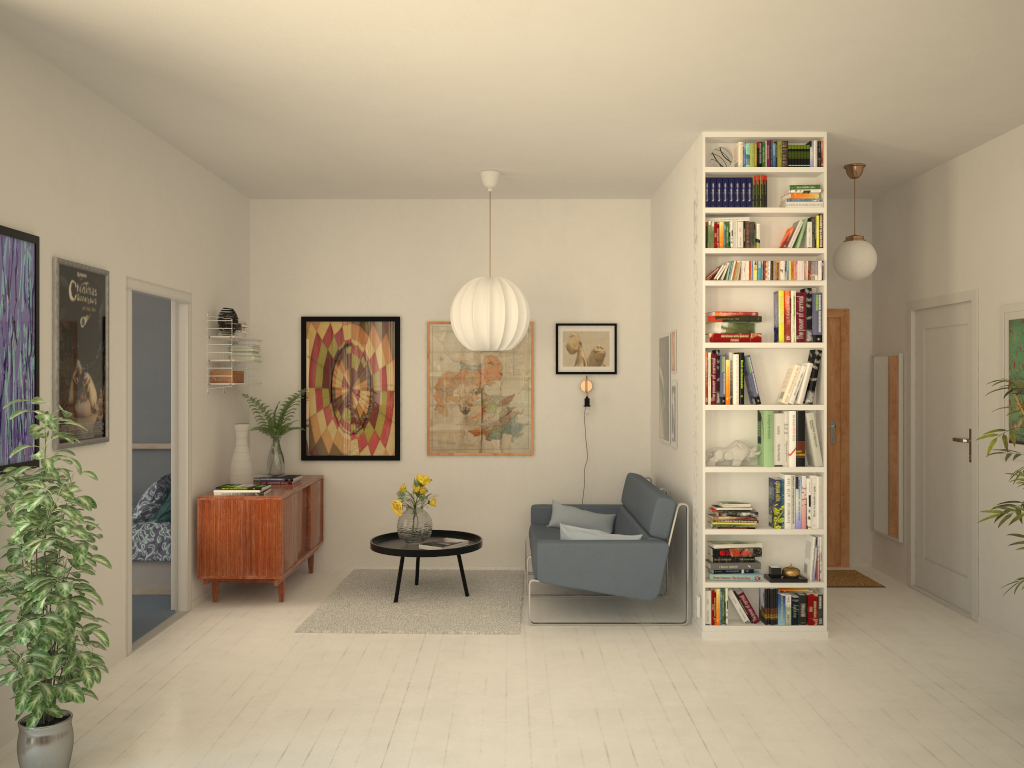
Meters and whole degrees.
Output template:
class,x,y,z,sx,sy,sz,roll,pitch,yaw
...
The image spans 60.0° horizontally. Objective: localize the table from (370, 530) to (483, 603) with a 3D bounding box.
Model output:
class,x,y,z,sx,sy,sz,roll,pitch,yaw
table,-0.582,1.251,6.046,0.761,0.386,0.761,0,0,16

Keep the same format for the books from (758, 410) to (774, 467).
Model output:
class,x,y,z,sx,sy,sz,roll,pitch,yaw
books,1.471,0.314,5.187,0.056,0.328,0.228,0,0,0

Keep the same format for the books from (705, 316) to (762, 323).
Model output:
class,x,y,z,sx,sy,sz,roll,pitch,yaw
books,1.282,-0.374,5.205,0.314,0.035,0.205,0,0,0

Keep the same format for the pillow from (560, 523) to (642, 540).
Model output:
class,x,y,z,sx,sy,sz,roll,pitch,yaw
pillow,0.521,1.011,5.395,0.533,0.353,0.141,0,0,0

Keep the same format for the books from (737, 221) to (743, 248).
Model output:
class,x,y,z,sx,sy,sz,roll,pitch,yaw
books,1.310,-0.854,5.187,0.035,0.158,0.199,0,0,0

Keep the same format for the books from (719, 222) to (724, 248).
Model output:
class,x,y,z,sx,sy,sz,roll,pitch,yaw
books,1.202,-0.853,5.179,0.023,0.152,0.199,0,0,0

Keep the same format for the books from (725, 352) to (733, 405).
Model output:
class,x,y,z,sx,sy,sz,roll,pitch,yaw
books,1.260,-0.030,5.195,0.020,0.304,0.193,0,0,0

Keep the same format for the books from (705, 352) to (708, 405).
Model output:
class,x,y,z,sx,sy,sz,roll,pitch,yaw
books,1.117,-0.031,5.200,0.021,0.301,0.222,0,0,0

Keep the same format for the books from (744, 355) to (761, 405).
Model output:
class,x,y,z,sx,sy,sz,roll,pitch,yaw
books,1.384,-0.024,5.185,0.093,0.288,0.200,0,0,0

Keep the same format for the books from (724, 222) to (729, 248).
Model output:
class,x,y,z,sx,sy,sz,roll,pitch,yaw
books,1.239,-0.856,5.194,0.024,0.155,0.188,0,0,0

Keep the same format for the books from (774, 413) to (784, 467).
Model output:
class,x,y,z,sx,sy,sz,roll,pitch,yaw
books,1.532,0.324,5.190,0.065,0.311,0.199,0,0,0

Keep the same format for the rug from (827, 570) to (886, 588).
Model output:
class,x,y,z,sx,sy,sz,roll,pitch,yaw
rug,2.185,1.444,6.578,0.941,0.002,0.553,0,0,0

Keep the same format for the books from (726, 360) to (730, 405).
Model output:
class,x,y,z,sx,sy,sz,roll,pitch,yaw
books,1.238,-0.009,5.179,0.024,0.260,0.199,0,0,0

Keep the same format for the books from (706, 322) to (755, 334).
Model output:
class,x,y,z,sx,sy,sz,roll,pitch,yaw
books,1.280,-0.323,5.193,0.268,0.064,0.128,0,0,-30

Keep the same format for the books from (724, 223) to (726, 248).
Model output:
class,x,y,z,sx,sy,sz,roll,pitch,yaw
books,1.220,-0.853,5.193,0.013,0.149,0.208,0,0,0

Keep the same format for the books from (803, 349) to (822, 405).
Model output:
class,x,y,z,sx,sy,sz,roll,pitch,yaw
books,1.740,-0.040,5.187,0.092,0.319,0.179,0,0,0

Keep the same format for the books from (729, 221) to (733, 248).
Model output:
class,x,y,z,sx,sy,sz,roll,pitch,yaw
books,1.258,-0.854,5.178,0.012,0.155,0.208,0,0,0

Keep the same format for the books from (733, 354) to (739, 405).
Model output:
class,x,y,z,sx,sy,sz,roll,pitch,yaw
books,1.287,-0.026,5.181,0.032,0.291,0.189,0,0,0

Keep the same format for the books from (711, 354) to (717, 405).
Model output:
class,x,y,z,sx,sy,sz,roll,pitch,yaw
books,1.159,-0.026,5.187,0.032,0.291,0.203,0,0,0

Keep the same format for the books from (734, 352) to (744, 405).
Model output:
class,x,y,z,sx,sy,sz,roll,pitch,yaw
books,1.320,-0.033,5.174,0.033,0.306,0.150,0,0,0

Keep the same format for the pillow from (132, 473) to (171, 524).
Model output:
class,x,y,z,sx,sy,sz,roll,pitch,yaw
pillow,-2.543,0.811,6.323,0.237,0.338,0.437,0,0,-2

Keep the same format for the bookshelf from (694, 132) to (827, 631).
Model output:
class,x,y,z,sx,sy,sz,roll,pitch,yaw
bookshelf,1.446,0.005,5.198,0.710,2.900,0.249,0,0,0

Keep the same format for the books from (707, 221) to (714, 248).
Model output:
class,x,y,z,sx,sy,sz,roll,pitch,yaw
books,1.143,-0.856,5.181,0.034,0.162,0.197,0,0,0

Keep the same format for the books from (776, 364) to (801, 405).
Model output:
class,x,y,z,sx,sy,sz,roll,pitch,yaw
books,1.608,0.002,5.165,0.115,0.232,0.133,0,0,0

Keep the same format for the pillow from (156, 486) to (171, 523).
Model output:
class,x,y,z,sx,sy,sz,roll,pitch,yaw
pillow,-2.386,0.822,6.534,0.237,0.385,0.767,0,0,-2

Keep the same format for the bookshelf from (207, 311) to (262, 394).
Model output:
class,x,y,z,sx,sy,sz,roll,pitch,yaw
bookshelf,-1.973,-0.215,6.342,0.184,0.565,0.695,0,0,0

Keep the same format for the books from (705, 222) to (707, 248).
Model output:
class,x,y,z,sx,sy,sz,roll,pitch,yaw
books,1.115,-0.855,5.205,0.019,0.156,0.205,0,0,0

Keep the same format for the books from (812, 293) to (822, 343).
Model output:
class,x,y,z,sx,sy,sz,roll,pitch,yaw
books,1.758,-0.381,5.186,0.054,0.289,0.179,0,0,0

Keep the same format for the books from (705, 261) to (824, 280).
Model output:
class,x,y,z,sx,sy,sz,roll,pitch,yaw
books,1.446,-0.648,5.194,0.664,0.110,0.278,0,0,0

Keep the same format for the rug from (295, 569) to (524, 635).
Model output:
class,x,y,z,sx,sy,sz,roll,pitch,yaw
rug,-0.589,1.443,6.003,1.304,0.012,1.661,0,0,2

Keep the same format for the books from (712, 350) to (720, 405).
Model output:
class,x,y,z,sx,sy,sz,roll,pitch,yaw
books,1.186,-0.039,5.187,0.021,0.317,0.179,0,0,0

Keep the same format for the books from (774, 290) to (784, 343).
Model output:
class,x,y,z,sx,sy,sz,roll,pitch,yaw
books,1.553,-0.390,5.206,0.032,0.300,0.200,0,0,0

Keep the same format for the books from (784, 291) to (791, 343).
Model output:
class,x,y,z,sx,sy,sz,roll,pitch,yaw
books,1.588,-0.387,5.199,0.039,0.302,0.199,0,0,0

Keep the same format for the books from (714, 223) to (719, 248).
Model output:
class,x,y,z,sx,sy,sz,roll,pitch,yaw
books,1.174,-0.852,5.184,0.030,0.149,0.202,0,0,0

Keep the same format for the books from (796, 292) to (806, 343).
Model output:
class,x,y,z,sx,sy,sz,roll,pitch,yaw
books,1.664,-0.382,5.188,0.059,0.291,0.182,0,0,0

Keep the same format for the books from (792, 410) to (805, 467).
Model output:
class,x,y,z,sx,sy,sz,roll,pitch,yaw
books,1.656,0.313,5.190,0.056,0.327,0.202,0,0,0

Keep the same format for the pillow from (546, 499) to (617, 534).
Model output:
class,x,y,z,sx,sy,sz,roll,pitch,yaw
pillow,0.526,1.011,6.672,0.540,0.277,0.157,0,0,1

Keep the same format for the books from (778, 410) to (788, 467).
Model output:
class,x,y,z,sx,sy,sz,roll,pitch,yaw
books,1.576,0.316,5.209,0.023,0.321,0.235,0,0,0

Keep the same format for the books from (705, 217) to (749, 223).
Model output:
class,x,y,z,sx,sy,sz,roll,pitch,yaw
books,1.250,-0.946,5.193,0.255,0.022,0.189,0,0,10

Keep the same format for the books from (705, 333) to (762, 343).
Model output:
class,x,y,z,sx,sy,sz,roll,pitch,yaw
books,1.282,-0.264,5.184,0.300,0.056,0.202,0,0,0

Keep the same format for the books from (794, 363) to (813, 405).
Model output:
class,x,y,z,sx,sy,sz,roll,pitch,yaw
books,1.688,-0.002,5.195,0.092,0.244,0.196,0,0,0

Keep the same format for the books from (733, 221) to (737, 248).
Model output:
class,x,y,z,sx,sy,sz,roll,pitch,yaw
books,1.279,-0.856,5.195,0.028,0.159,0.222,0,0,0

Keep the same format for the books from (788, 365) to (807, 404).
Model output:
class,x,y,z,sx,sy,sz,roll,pitch,yaw
books,1.644,0.005,5.172,0.105,0.225,0.138,0,0,0

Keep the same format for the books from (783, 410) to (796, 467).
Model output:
class,x,y,z,sx,sy,sz,roll,pitch,yaw
books,1.608,0.315,5.195,0.037,0.324,0.240,0,0,0

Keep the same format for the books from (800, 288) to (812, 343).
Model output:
class,x,y,z,sx,sy,sz,roll,pitch,yaw
books,1.711,-0.395,5.188,0.039,0.317,0.161,0,0,0

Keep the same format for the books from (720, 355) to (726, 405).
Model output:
class,x,y,z,sx,sy,sz,roll,pitch,yaw
books,1.211,-0.025,5.185,0.030,0.289,0.200,0,0,0

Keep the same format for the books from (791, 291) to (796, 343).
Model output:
class,x,y,z,sx,sy,sz,roll,pitch,yaw
books,1.621,-0.387,5.194,0.029,0.301,0.185,0,0,0

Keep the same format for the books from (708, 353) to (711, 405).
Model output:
class,x,y,z,sx,sy,sz,roll,pitch,yaw
books,1.135,-0.031,5.194,0.015,0.301,0.207,0,0,0

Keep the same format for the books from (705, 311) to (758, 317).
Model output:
class,x,y,z,sx,sy,sz,roll,pitch,yaw
books,1.274,-0.403,5.197,0.266,0.026,0.203,0,0,-10
